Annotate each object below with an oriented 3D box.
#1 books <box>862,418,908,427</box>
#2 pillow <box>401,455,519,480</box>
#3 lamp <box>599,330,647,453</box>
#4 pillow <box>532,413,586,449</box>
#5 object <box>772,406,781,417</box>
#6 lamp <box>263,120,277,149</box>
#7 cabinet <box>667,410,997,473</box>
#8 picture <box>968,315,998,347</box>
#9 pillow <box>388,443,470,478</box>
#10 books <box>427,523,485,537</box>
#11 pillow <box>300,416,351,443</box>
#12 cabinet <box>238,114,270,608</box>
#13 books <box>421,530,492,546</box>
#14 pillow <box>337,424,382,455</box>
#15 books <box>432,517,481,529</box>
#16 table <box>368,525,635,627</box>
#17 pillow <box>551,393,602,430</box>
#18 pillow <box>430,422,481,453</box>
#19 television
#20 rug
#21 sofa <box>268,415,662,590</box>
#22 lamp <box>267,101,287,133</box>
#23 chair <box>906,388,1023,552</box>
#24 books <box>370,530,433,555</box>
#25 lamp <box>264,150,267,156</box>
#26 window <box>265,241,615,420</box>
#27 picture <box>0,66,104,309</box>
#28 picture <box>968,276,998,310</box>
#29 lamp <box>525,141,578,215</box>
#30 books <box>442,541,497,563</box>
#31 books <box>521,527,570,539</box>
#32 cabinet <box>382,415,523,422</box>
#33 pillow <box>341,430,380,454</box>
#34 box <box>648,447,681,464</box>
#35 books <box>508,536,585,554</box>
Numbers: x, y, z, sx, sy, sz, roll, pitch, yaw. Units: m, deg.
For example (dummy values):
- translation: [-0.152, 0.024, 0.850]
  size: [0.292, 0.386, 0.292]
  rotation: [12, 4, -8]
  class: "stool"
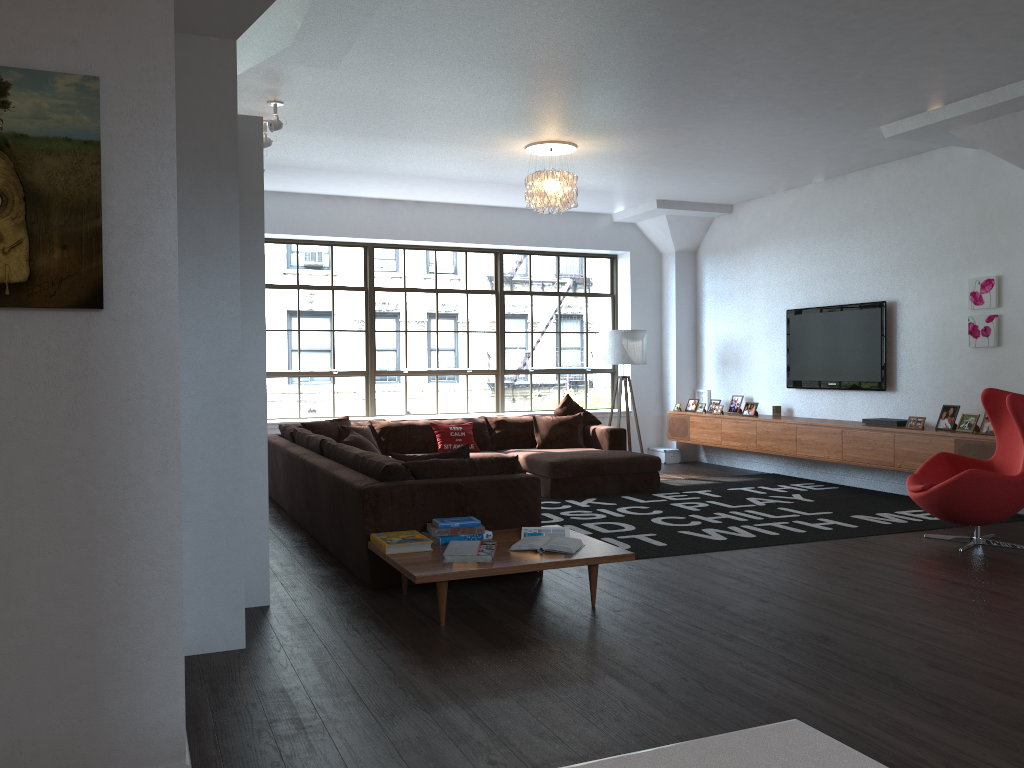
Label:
- translation: [3.356, 0.342, 7.876]
  size: [0.250, 0.053, 0.400]
  rotation: [-1, 1, -23]
  class: "books"
- translation: [-0.324, 0.600, 5.199]
  size: [0.750, 0.364, 0.289]
  rotation: [-1, 1, -24]
  class: "pillow"
- translation: [1.296, 0.169, 10.325]
  size: [0.545, 1.579, 0.545]
  rotation: [-1, 1, -12]
  class: "lamp"
- translation: [0.482, 0.479, 9.063]
  size: [0.542, 0.362, 0.248]
  rotation: [-1, 1, -2]
  class: "pillow"
- translation: [2.778, 0.286, 9.301]
  size: [0.089, 0.110, 0.089]
  rotation: [0, 1, 22]
  class: "object"
- translation: [-1.815, -1.831, 6.532]
  size: [0.111, 0.211, 0.120]
  rotation: [0, 1, 26]
  class: "lamp"
- translation: [2.949, 0.528, 8.617]
  size: [0.459, 0.350, 4.501]
  rotation: [-1, 1, -23]
  class: "cabinet"
- translation: [3.795, -0.425, 7.146]
  size: [0.030, 0.250, 0.250]
  rotation: [-1, 1, -23]
  class: "picture"
- translation: [-0.464, 0.554, 5.428]
  size: [0.559, 0.411, 0.269]
  rotation: [0, 1, 23]
  class: "pillow"
- translation: [-0.298, 0.761, 4.666]
  size: [0.279, 0.035, 0.191]
  rotation: [-1, 1, -13]
  class: "books"
- translation: [-1.647, 0.515, 8.235]
  size: [0.334, 0.418, 0.580]
  rotation: [0, 1, 40]
  class: "pillow"
- translation: [-2.309, -0.137, 6.359]
  size: [0.461, 2.414, 4.500]
  rotation: [-1, 1, -23]
  class: "cabinet"
- translation: [-0.292, 0.797, 4.665]
  size: [0.312, 0.037, 0.216]
  rotation: [-1, 1, -33]
  class: "books"
- translation: [-1.433, 0.531, 8.221]
  size: [0.238, 0.337, 0.489]
  rotation: [0, 1, 36]
  class: "pillow"
- translation: [-0.293, 0.730, 4.665]
  size: [0.224, 0.027, 0.157]
  rotation: [-1, 1, -18]
  class: "books"
- translation: [-0.078, 0.954, 4.456]
  size: [1.100, 0.271, 0.853]
  rotation: [-1, 1, -23]
  class: "table"
- translation: [0.606, 0.390, 9.294]
  size: [0.651, 0.587, 0.335]
  rotation: [-2, 2, -44]
  class: "pillow"
- translation: [-0.560, 0.529, 8.748]
  size: [0.465, 0.308, 0.220]
  rotation: [-1, 1, -27]
  class: "pillow"
- translation: [3.112, -0.352, 8.602]
  size: [0.013, 0.816, 1.324]
  rotation: [-1, 1, -23]
  class: "television"
- translation: [1.427, 1.016, 7.304]
  size: [4.200, 0.007, 3.100]
  rotation: [-1, 1, -22]
  class: "rug"
- translation: [-0.022, 0.700, 7.234]
  size: [3.481, 0.664, 4.197]
  rotation: [-1, 1, -23]
  class: "sofa"
- translation: [-1.616, -1.823, 6.066]
  size: [0.111, 0.211, 0.120]
  rotation: [0, 1, 11]
  class: "lamp"
- translation: [3.006, 0.533, 5.773]
  size: [0.801, 1.006, 0.798]
  rotation: [0, 1, 2]
  class: "chair"
- translation: [-0.561, 0.799, 4.486]
  size: [0.241, 0.045, 0.334]
  rotation: [-1, 1, -22]
  class: "books"
- translation: [-2.018, -1.838, 7.009]
  size: [0.111, 0.211, 0.120]
  rotation: [1, 2, 41]
  class: "lamp"
- translation: [-0.855, -0.595, 10.169]
  size: [4.648, 1.905, 0.114]
  rotation: [-1, 1, -23]
  class: "window"
- translation: [-1.280, -0.494, 2.230]
  size: [0.450, 0.600, 0.030]
  rotation: [-1, 1, -23]
  class: "picture"
- translation: [3.792, -0.732, 7.140]
  size: [0.030, 0.250, 0.250]
  rotation: [-1, 1, -23]
  class: "picture"
- translation: [0.327, -1.695, 7.367]
  size: [0.441, 0.539, 0.442]
  rotation: [0, 1, 19]
  class: "lamp"
- translation: [-0.199, 0.805, 4.268]
  size: [0.236, 0.035, 0.340]
  rotation: [0, 1, 2]
  class: "books"
- translation: [0.182, 0.790, 4.794]
  size: [0.256, 0.035, 0.350]
  rotation: [0, 1, 2]
  class: "books"
- translation: [-0.628, 0.676, 9.695]
  size: [1.520, 0.625, 0.350]
  rotation: [-1, 1, -23]
  class: "cabinet"
- translation: [-1.123, 0.557, 6.699]
  size: [0.325, 0.391, 0.625]
  rotation: [-1, 1, -7]
  class: "pillow"
- translation: [1.846, 0.864, 10.744]
  size: [0.228, 0.165, 0.368]
  rotation: [-1, 1, -23]
  class: "box"
- translation: [0.175, 0.797, 4.417]
  size: [0.342, 0.040, 0.231]
  rotation: [0, 1, 17]
  class: "books"
